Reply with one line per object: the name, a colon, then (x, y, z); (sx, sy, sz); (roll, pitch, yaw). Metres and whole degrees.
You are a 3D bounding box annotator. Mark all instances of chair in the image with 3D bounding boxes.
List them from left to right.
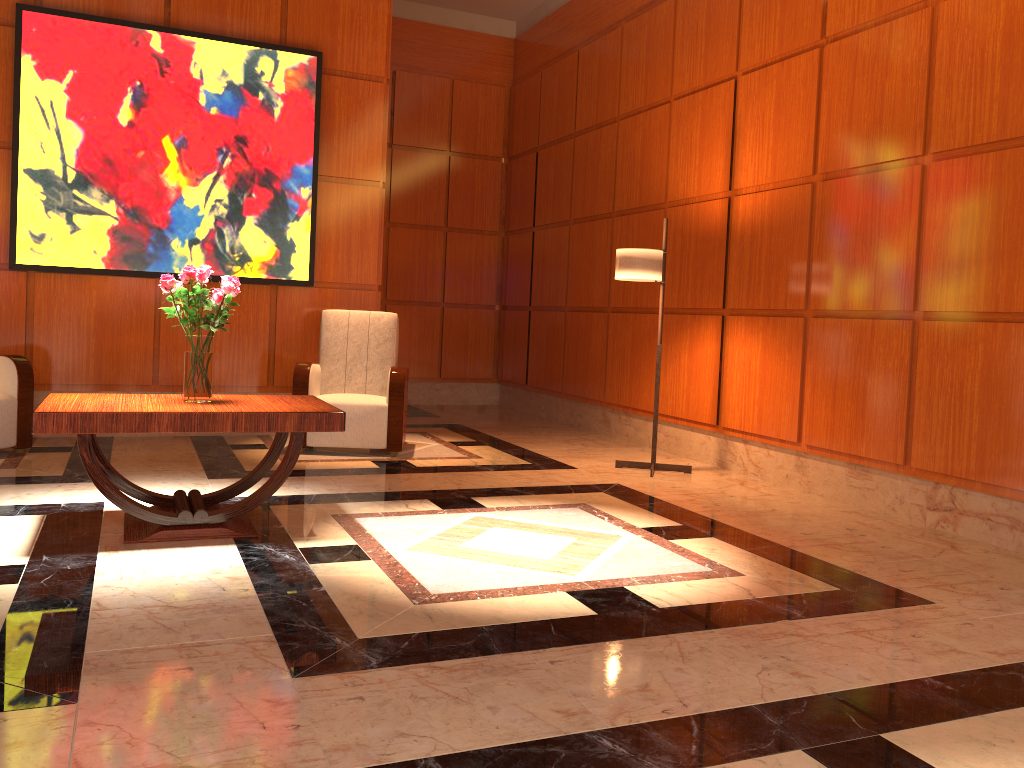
chair: (-3.334, -0.064, 5.193); (0.629, 0.959, 0.738); (4, 3, 26)
chair: (-1.100, -0.033, 6.158); (0.737, 0.959, 0.630); (2, 3, -4)

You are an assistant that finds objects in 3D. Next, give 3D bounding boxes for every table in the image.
table: (-1.388, 0.345, 3.835); (1.167, 0.533, 0.726); (1, 4, -23)

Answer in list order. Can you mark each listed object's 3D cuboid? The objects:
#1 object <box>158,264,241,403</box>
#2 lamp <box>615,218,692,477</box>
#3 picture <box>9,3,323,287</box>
object: (-1.360, -0.221, 3.850); (0.350, 0.595, 0.327); (2, 2, -3)
lamp: (0.898, -0.254, 5.765); (0.526, 1.658, 0.360); (1, 2, -33)
picture: (-2.369, -1.610, 6.225); (1.995, 1.734, 0.056); (1, 2, -23)
